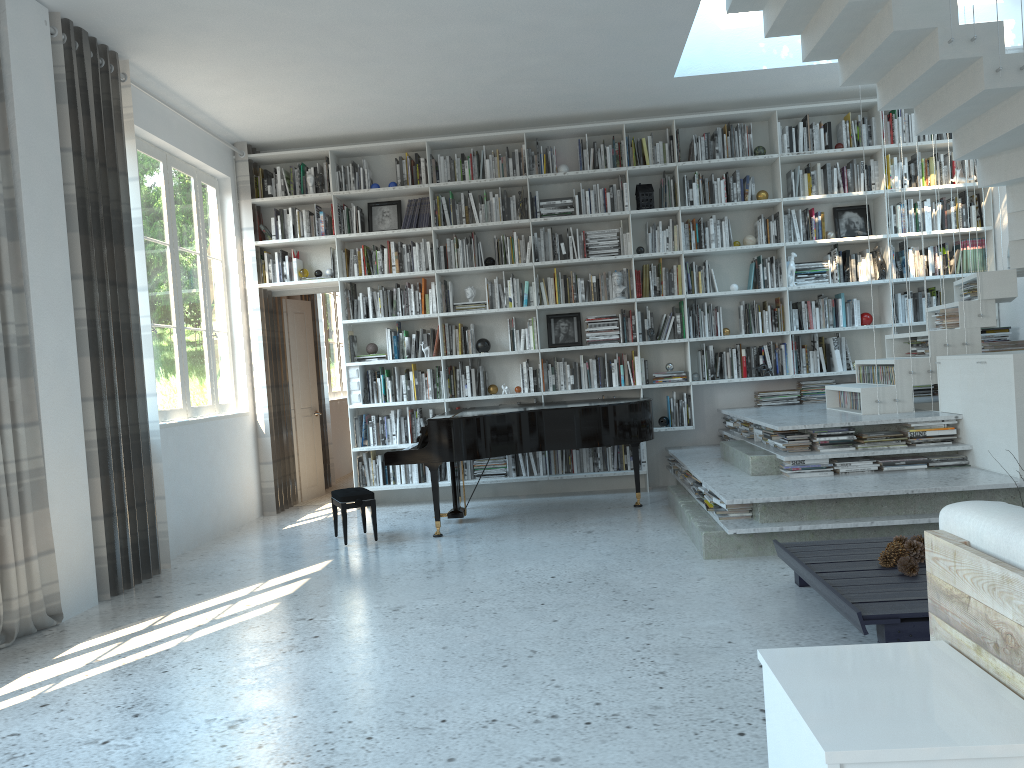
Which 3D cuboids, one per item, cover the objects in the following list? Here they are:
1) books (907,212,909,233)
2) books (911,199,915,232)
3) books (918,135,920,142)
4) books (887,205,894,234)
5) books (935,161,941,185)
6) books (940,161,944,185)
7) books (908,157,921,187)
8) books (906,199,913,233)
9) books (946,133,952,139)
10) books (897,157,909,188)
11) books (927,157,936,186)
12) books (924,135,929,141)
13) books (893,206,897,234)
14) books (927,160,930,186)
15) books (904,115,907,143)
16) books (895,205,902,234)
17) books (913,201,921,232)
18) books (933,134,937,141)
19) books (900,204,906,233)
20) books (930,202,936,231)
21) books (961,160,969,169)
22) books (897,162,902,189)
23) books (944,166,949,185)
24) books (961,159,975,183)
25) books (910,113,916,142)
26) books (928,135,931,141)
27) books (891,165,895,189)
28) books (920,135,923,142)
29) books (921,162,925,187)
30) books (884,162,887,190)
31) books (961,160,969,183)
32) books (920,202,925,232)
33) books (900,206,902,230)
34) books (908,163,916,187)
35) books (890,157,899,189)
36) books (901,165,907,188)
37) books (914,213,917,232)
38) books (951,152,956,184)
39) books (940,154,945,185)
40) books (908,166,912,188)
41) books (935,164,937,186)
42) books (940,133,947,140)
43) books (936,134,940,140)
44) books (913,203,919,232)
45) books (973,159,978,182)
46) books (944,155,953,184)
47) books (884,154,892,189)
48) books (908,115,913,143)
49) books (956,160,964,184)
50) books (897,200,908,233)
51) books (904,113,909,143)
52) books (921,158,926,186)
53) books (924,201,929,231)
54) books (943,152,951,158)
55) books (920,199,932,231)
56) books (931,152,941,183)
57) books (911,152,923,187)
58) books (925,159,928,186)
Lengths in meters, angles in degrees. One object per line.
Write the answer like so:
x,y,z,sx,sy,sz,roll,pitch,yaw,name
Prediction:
3.318,-1.347,7.509,0.028,0.191,0.136,-4,1,4,books
3.355,-1.400,7.487,0.012,0.293,0.165,-4,1,4,books
3.393,-2.117,7.477,0.027,0.250,0.154,-4,1,4,books
3.195,-1.370,7.503,0.012,0.254,0.161,-4,1,4,books
3.553,-1.745,7.460,0.023,0.220,0.171,-4,1,4,books
3.582,-1.743,7.453,0.013,0.213,0.186,-4,1,4,books
3.356,-1.747,7.398,0.023,0.254,0.189,-4,1,4,books
3.339,-1.402,7.500,0.022,0.297,0.162,-4,1,4,books
3.648,-2.106,7.438,0.024,0.193,0.186,-4,1,4,books
3.271,-1.746,7.415,0.023,0.263,0.158,-4,1,4,books
3.472,-1.750,7.417,0.042,0.242,0.247,-4,1,4,books
3.460,-2.101,7.468,0.026,0.208,0.163,-4,1,4,books
3.215,-1.369,7.514,0.026,0.250,0.160,-4,1,4,books
3.444,-1.738,7.397,0.013,0.222,0.174,-4,1,4,books
3.283,-2.115,7.478,0.014,0.260,0.167,-4,1,4,books
3.237,-1.369,7.484,0.023,0.248,0.182,-4,1,4,books
3.414,-1.394,7.493,0.025,0.271,0.152,-4,1,4,books
3.536,-2.108,7.461,0.057,0.212,0.163,-4,1,4,books
3.274,-1.376,7.493,0.026,0.256,0.173,-4,1,4,books
3.538,-1.394,7.492,0.012,0.254,0.161,-4,1,4,books
3.808,-1.767,7.472,0.023,0.228,0.131,-4,1,4,books
3.212,-1.722,7.411,0.049,0.224,0.161,-4,1,4,books
3.632,-1.732,7.475,0.034,0.183,0.156,-4,1,4,books
3.832,-1.784,7.455,0.029,0.258,0.163,-4,1,4,books
3.353,-2.122,7.471,0.029,0.264,0.179,-4,1,4,books
3.485,-2.141,7.472,0.012,0.285,0.159,-4,1,4,books
3.151,-1.709,7.412,0.024,0.205,0.165,-4,1,4,books
3.419,-2.113,7.467,0.025,0.237,0.143,-4,1,4,books
3.398,-1.726,7.404,0.014,0.206,0.184,-4,1,4,books
3.109,-1.750,7.437,0.036,0.294,0.135,-4,1,4,books
3.785,-1.758,7.449,0.023,0.213,0.180,-4,1,4,books
3.438,-1.389,7.482,0.024,0.259,0.156,-4,1,4,books
3.256,-1.366,7.501,0.011,0.239,0.172,-4,1,4,books
3.335,-1.725,7.419,0.025,0.211,0.134,-4,1,4,books
3.173,-1.739,7.402,0.026,0.263,0.189,-4,1,4,books
3.249,-1.710,7.403,0.024,0.193,0.189,-4,1,4,books
3.379,-1.345,7.501,0.027,0.179,0.157,-4,1,4,books
3.690,-1.788,7.460,0.023,0.287,0.163,-4,1,4,books
3.600,-1.780,7.476,0.024,0.281,0.153,-4,1,4,books
3.306,-1.717,7.455,0.038,0.199,0.170,-4,1,4,books
3.531,-1.743,7.477,0.024,0.217,0.167,-4,1,4,books
3.601,-2.146,7.466,0.069,0.277,0.131,-4,1,4,books
3.570,-2.123,7.472,0.010,0.236,0.131,-4,1,4,books
3.395,-1.387,7.485,0.013,0.260,0.158,-4,1,4,books
3.867,-1.781,7.452,0.040,0.246,0.160,-4,1,4,books
3.656,-1.773,7.452,0.022,0.261,0.160,-4,1,4,books
3.131,-1.752,7.412,0.010,0.294,0.183,-4,1,4,books
3.328,-2.117,7.472,0.022,0.259,0.163,-4,1,4,books
3.738,-1.775,7.454,0.070,0.254,0.154,-4,1,4,books
3.292,-1.392,7.477,0.014,0.285,0.185,-4,1,4,books
3.303,-2.124,7.478,0.027,0.275,0.148,-4,1,4,books
3.415,-1.746,7.408,0.022,0.242,0.144,-4,1,4,books
3.461,-1.393,7.478,0.022,0.263,0.172,-4,1,4,books
3.673,-1.791,7.473,0.011,0.294,0.151,-4,1,4,books
3.487,-1.405,7.481,0.030,0.284,0.166,-4,1,4,books
3.568,-1.784,7.466,0.010,0.295,0.165,-4,1,4,books
3.377,-1.770,7.400,0.022,0.296,0.152,-4,1,4,books
3.432,-1.745,7.407,0.012,0.238,0.165,-4,1,4,books
